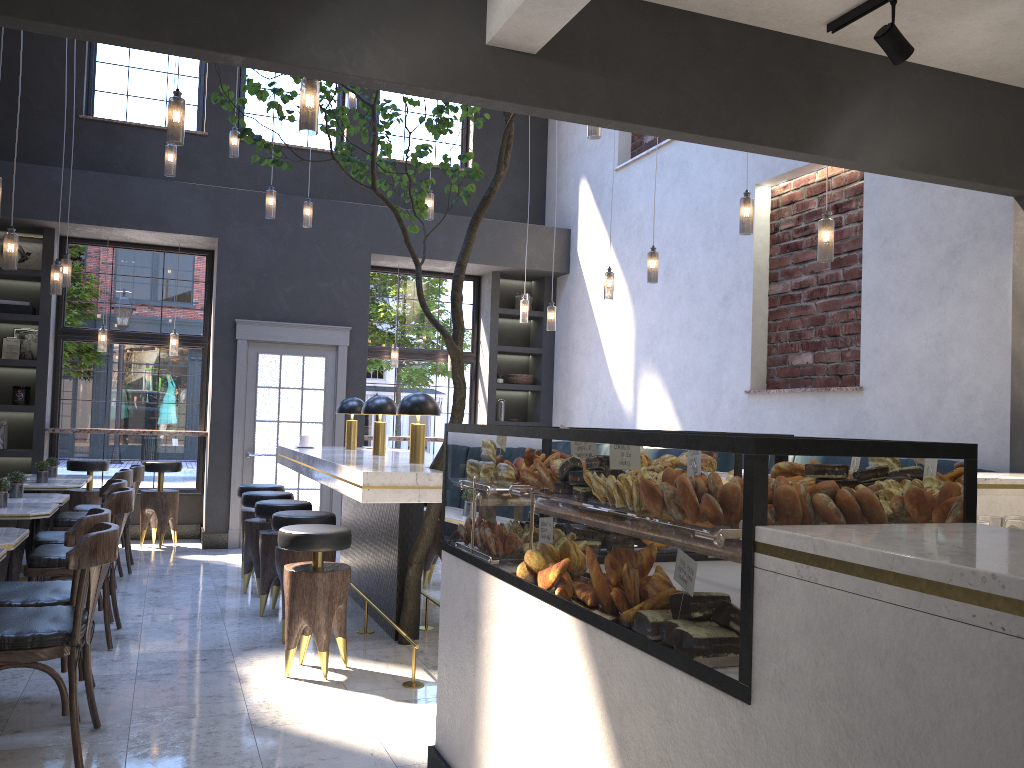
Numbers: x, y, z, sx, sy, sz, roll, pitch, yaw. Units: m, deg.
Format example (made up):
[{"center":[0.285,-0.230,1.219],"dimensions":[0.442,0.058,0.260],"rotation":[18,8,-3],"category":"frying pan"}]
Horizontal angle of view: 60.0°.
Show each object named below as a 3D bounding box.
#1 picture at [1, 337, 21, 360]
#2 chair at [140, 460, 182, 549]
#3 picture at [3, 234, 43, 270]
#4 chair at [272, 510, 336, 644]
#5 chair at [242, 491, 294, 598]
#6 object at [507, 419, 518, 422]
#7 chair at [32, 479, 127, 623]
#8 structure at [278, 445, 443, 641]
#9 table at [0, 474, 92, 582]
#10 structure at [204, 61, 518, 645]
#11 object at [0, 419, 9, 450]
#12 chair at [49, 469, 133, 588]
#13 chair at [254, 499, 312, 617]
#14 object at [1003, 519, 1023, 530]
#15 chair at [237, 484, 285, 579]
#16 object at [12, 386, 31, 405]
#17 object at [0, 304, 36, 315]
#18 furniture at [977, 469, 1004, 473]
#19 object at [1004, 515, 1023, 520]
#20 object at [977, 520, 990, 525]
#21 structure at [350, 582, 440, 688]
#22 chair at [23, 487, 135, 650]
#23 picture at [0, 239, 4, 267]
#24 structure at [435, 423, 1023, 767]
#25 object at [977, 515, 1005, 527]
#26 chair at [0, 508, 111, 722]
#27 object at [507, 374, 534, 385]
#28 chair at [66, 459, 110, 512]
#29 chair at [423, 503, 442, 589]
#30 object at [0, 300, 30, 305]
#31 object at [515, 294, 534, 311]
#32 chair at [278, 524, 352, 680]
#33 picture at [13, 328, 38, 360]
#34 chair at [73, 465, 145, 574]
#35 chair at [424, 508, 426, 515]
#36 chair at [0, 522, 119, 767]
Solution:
[{"center":[-4.830,-0.336,8.552],"dimensions":[0.161,0.227,0.049],"rotation":[3,-2,-21],"category":"picture"},{"center":[-3.418,1.160,8.607],"dimensions":[0.370,0.821,0.372],"rotation":[1,-2,31],"category":"chair"},{"center":[-4.748,-1.255,8.620],"dimensions":[0.361,0.369,0.055],"rotation":[3,-2,-21],"category":"picture"},{"center":[-1.235,1.128,5.217],"dimensions":[0.372,0.737,0.371],"rotation":[2,-2,6],"category":"chair"},{"center":[-1.799,1.164,6.492],"dimensions":[0.370,0.737,0.372],"rotation":[3,-2,-30],"category":"chair"},{"center":[0.008,0.419,10.155],"dimensions":[0.130,0.026,0.130],"rotation":[4,-3,-38],"category":"object"},{"center":[-2.720,1.035,5.572],"dimensions":[0.521,0.851,0.538],"rotation":[3,-2,-28],"category":"chair"},{"center":[-0.903,1.017,6.039],"dimensions":[0.990,1.050,3.490],"rotation":[3,-3,-21],"category":"structure"},{"center":[-1.097,1.152,5.842],"dimensions":[4.600,0.751,4.831],"rotation":[3,-3,-21],"category":"table"},{"center":[-0.443,-1.470,5.223],"dimensions":[3.744,5.987,2.807],"rotation":[1,-2,22],"category":"structure"},{"center":[-4.888,0.453,8.327],"dimensions":[0.250,0.323,0.241],"rotation":[3,-2,-21],"category":"object"},{"center":[-3.139,1.067,6.641],"dimensions":[0.521,0.851,0.538],"rotation":[3,-2,-20],"category":"chair"},{"center":[-1.520,1.146,5.857],"dimensions":[0.372,0.737,0.371],"rotation":[1,-2,22],"category":"chair"},{"center":[1.902,0.586,3.319],"dimensions":[0.114,0.147,0.114],"rotation":[3,-2,-17],"category":"object"},{"center":[-2.037,1.185,7.161],"dimensions":[0.372,0.737,0.371],"rotation":[1,-2,22],"category":"chair"},{"center":[-4.654,0.110,8.410],"dimensions":[0.152,0.181,0.152],"rotation":[1,-2,17],"category":"object"},{"center":[-4.758,-0.700,8.395],"dimensions":[0.412,0.084,0.286],"rotation":[3,-3,-21],"category":"object"},{"center":[-1.105,0.954,5.890],"dimensions":[6.022,1.150,5.342],"rotation":[3,-3,-21],"category":"furniture"},{"center":[1.995,0.596,3.496],"dimensions":[0.114,0.147,0.114],"rotation":[3,-2,-17],"category":"object"},{"center":[1.455,0.568,3.247],"dimensions":[0.575,0.147,0.256],"rotation":[3,-3,-21],"category":"object"},{"center":[-0.918,1.437,6.024],"dimensions":[0.496,0.210,3.499],"rotation":[3,-3,-21],"category":"structure"},{"center":[-2.433,1.020,5.006],"dimensions":[0.521,0.851,0.538],"rotation":[3,-2,-20],"category":"chair"},{"center":[-4.890,-1.239,8.527],"dimensions":[0.230,0.313,0.061],"rotation":[3,-2,-21],"category":"picture"},{"center":[2.279,0.783,1.043],"dimensions":[3.206,1.300,5.806],"rotation":[3,-3,-21],"category":"structure"},{"center":[1.854,0.589,3.441],"dimensions":[0.114,0.147,0.114],"rotation":[3,-2,-17],"category":"object"},{"center":[-2.054,0.984,3.864],"dimensions":[0.521,0.851,0.538],"rotation":[3,-2,-20],"category":"chair"},{"center":[0.099,-0.048,10.303],"dimensions":[0.305,0.123,0.305],"rotation":[2,-2,0],"category":"object"},{"center":[-4.028,1.131,8.395],"dimensions":[0.372,0.821,0.371],"rotation":[1,-2,31],"category":"chair"},{"center":[-0.576,1.225,6.974],"dimensions":[0.372,0.737,0.371],"rotation":[1,-2,22],"category":"chair"},{"center":[-4.765,-0.761,8.406],"dimensions":[0.327,0.039,0.227],"rotation":[3,-3,-31],"category":"object"},{"center":[0.143,-0.941,10.354],"dimensions":[0.214,0.215,0.213],"rotation":[2,-2,-12],"category":"object"},{"center":[-1.021,1.106,4.545],"dimensions":[0.372,0.737,0.371],"rotation":[1,-2,22],"category":"chair"},{"center":[-4.718,-0.379,8.624],"dimensions":[0.247,0.326,0.044],"rotation":[3,-2,-21],"category":"picture"},{"center":[-3.285,1.086,7.206],"dimensions":[0.521,0.851,0.497],"rotation":[3,-2,-22],"category":"chair"},{"center":[-0.851,1.244,7.612],"dimensions":[0.370,0.737,0.372],"rotation":[2,-2,4],"category":"chair"},{"center":[-1.788,0.970,3.347],"dimensions":[0.521,0.851,0.538],"rotation":[3,-2,-20],"category":"chair"}]
